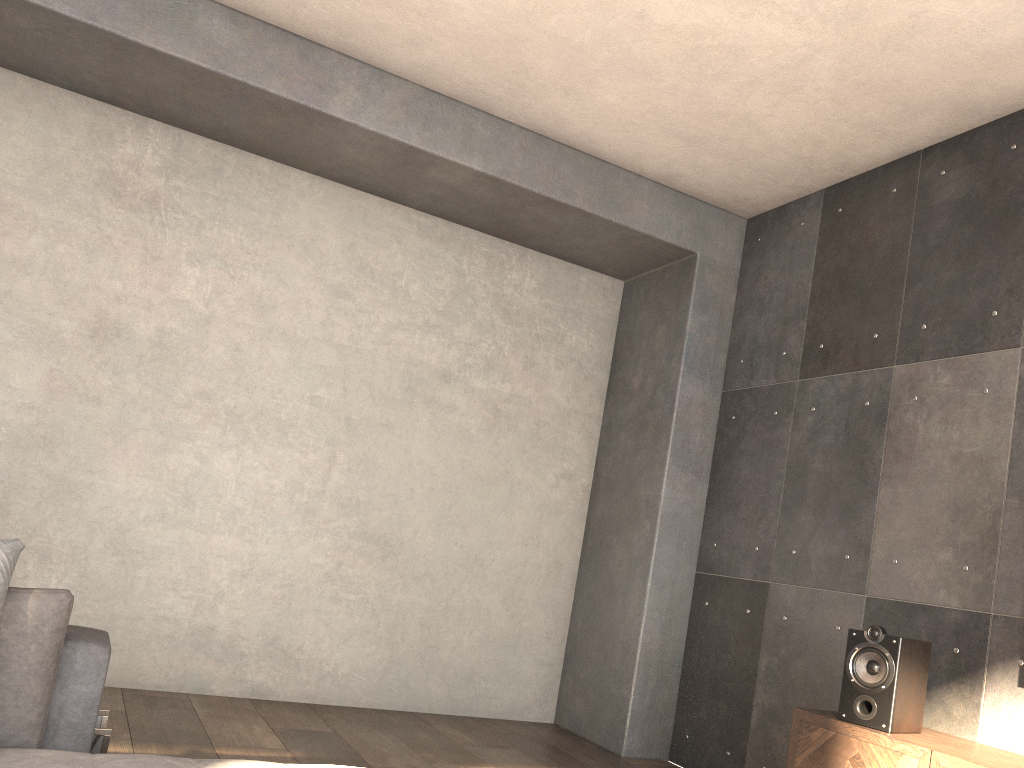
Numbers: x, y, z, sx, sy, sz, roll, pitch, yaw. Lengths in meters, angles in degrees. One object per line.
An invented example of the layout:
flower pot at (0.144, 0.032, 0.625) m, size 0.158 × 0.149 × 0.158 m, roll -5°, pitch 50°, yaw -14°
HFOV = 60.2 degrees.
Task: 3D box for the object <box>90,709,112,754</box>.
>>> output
object at (-1.343, 0.944, 2.082) m, size 0.672 × 0.348 × 0.217 m, roll 14°, pitch -9°, yaw -25°

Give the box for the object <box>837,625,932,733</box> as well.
object at (1.347, 1.059, 3.193) m, size 0.252 × 0.350 × 0.198 m, roll 16°, pitch -10°, yaw -40°

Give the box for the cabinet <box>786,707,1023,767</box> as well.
cabinet at (1.759, 1.420, 2.329) m, size 0.545 × 0.544 × 2.420 m, roll 14°, pitch -11°, yaw -24°

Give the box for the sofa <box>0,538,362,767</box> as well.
sofa at (-1.137, 0.572, 1.146) m, size 2.934 × 0.775 × 2.033 m, roll 15°, pitch -12°, yaw -25°
